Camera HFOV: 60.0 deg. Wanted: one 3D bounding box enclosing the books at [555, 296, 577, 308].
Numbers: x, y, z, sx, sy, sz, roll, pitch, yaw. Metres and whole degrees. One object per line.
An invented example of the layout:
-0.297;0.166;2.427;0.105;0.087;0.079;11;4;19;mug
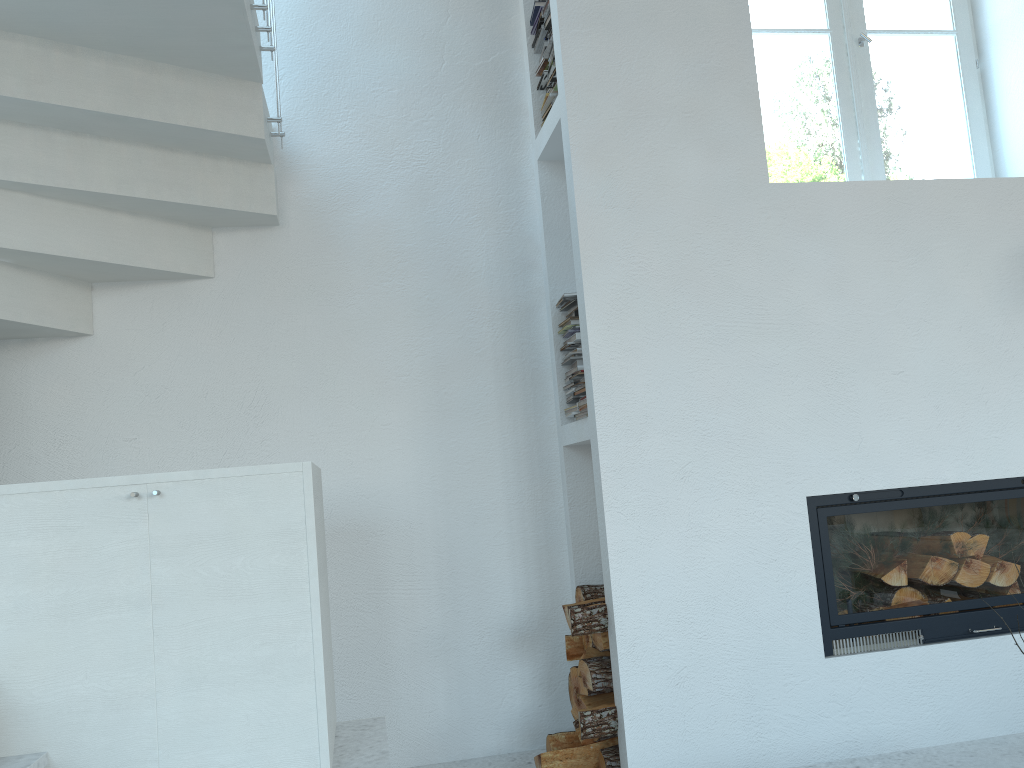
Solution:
0.312;-0.296;3.150;0.295;0.011;0.137;-4;-6;-8;books

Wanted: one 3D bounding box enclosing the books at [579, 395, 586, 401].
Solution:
0.332;0.040;2.886;0.207;0.009;0.122;-4;-6;-6;books

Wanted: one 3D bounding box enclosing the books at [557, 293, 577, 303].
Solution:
0.314;-0.307;3.135;0.290;0.008;0.160;-4;-6;-6;books

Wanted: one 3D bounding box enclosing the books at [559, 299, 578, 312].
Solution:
0.318;-0.281;3.121;0.262;0.006;0.185;-3;-7;-14;books

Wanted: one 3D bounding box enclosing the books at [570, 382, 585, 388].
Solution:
0.329;-0.004;2.882;0.264;0.005;0.115;-4;-7;-11;books

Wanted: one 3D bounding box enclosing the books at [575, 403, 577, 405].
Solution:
0.343;0.060;3.087;0.215;0.019;0.185;-4;-6;-6;books

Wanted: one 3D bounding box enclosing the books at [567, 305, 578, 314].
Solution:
0.317;-0.267;3.132;0.203;0.018;0.159;-3;-7;-15;books

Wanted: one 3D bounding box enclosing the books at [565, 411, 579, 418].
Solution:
0.341;0.097;3.109;0.293;0.008;0.132;-4;-6;-7;books

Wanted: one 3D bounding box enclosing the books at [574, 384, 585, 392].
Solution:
0.327;0.006;2.896;0.225;0.011;0.142;-4;-6;-8;books

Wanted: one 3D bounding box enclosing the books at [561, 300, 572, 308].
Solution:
0.312;-0.285;3.151;0.254;0.010;0.138;-4;-7;-11;books

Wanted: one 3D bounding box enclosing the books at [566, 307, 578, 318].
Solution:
0.319;-0.257;3.121;0.224;0.005;0.193;-4;-7;-11;books

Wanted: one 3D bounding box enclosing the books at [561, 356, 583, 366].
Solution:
0.327;-0.088;3.120;0.285;0.008;0.159;-4;-6;-9;books

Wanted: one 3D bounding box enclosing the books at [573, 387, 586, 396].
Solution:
0.327;0.018;2.903;0.219;0.013;0.158;-3;-7;-12;books

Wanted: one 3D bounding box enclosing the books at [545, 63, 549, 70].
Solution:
0.247;-1.149;3.218;0.249;0.006;0.189;-3;-7;-12;books

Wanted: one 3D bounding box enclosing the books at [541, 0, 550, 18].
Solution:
0.242;-1.294;3.032;0.254;0.024;0.139;-3;-7;-13;books

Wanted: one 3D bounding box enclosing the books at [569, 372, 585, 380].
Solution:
0.324;-0.033;2.900;0.252;0.006;0.141;-4;-6;-8;books

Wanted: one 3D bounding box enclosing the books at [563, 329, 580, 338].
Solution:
0.321;-0.186;3.139;0.269;0.009;0.132;-4;-6;-7;books

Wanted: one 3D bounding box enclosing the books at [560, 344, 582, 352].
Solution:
0.326;-0.133;3.131;0.290;0.005;0.126;-3;-7;-15;books

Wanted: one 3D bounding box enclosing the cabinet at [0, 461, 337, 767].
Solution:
-0.935;0.559;2.036;0.993;0.667;0.552;-4;-6;-10;cabinet

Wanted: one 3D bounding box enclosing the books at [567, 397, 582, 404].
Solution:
0.340;0.049;3.096;0.285;0.006;0.159;-4;-6;-5;books

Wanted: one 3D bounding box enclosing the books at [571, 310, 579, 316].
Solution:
0.318;-0.240;3.138;0.218;0.025;0.141;-4;-6;-5;books

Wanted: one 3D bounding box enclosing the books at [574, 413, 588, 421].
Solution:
0.334;0.101;2.893;0.232;0.011;0.159;-4;-6;-9;books

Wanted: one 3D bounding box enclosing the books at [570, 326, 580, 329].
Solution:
0.322;-0.194;3.128;0.254;0.006;0.161;-4;-6;-8;books

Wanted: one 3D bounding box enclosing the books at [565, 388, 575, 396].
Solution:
0.338;0.017;3.100;0.282;0.010;0.169;-4;-6;-7;books

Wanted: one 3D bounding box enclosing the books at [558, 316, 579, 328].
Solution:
0.320;-0.225;3.131;0.285;0.008;0.159;-3;-7;-12;books

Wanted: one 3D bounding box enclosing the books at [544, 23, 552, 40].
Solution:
0.246;-1.219;3.037;0.237;0.008;0.170;-3;-7;-12;books

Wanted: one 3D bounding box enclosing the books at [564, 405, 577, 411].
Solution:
0.343;0.074;3.091;0.291;0.007;0.174;-3;-7;-13;books

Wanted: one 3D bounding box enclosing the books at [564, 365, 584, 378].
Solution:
0.333;-0.050;3.102;0.263;0.016;0.192;-4;-7;-10;books

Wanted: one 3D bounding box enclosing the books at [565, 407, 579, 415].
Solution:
0.343;0.085;3.096;0.290;0.013;0.157;-3;-7;-14;books

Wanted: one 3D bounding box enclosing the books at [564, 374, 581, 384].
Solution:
0.334;-0.027;3.105;0.282;0.016;0.162;-4;-6;-6;books

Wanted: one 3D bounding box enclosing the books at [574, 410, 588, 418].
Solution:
0.333;0.091;2.899;0.224;0.010;0.162;-3;-7;-13;books

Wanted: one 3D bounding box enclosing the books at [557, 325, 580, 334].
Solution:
0.319;-0.199;3.143;0.295;0.007;0.135;-4;-7;-11;books

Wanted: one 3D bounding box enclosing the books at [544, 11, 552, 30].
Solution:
0.248;-1.238;3.016;0.259;0.024;0.113;-3;-7;-14;books

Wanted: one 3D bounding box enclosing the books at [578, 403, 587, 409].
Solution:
0.334;0.063;2.881;0.215;0.007;0.131;-4;-7;-10;books

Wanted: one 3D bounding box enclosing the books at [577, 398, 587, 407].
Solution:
0.330;0.054;2.897;0.211;0.016;0.154;-4;-6;-8;books

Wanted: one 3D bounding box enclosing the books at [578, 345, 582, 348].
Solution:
0.330;-0.127;3.111;0.206;0.012;0.183;-4;-6;-8;books

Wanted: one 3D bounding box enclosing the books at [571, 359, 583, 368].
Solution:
0.328;-0.070;3.120;0.222;0.028;0.141;-4;-6;-5;books

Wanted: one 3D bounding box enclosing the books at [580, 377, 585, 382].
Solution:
0.324;-0.021;2.906;0.174;0.017;0.153;-4;-6;-6;books

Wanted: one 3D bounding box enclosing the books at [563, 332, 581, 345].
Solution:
0.328;-0.157;3.110;0.262;0.023;0.200;-4;-6;-10;books

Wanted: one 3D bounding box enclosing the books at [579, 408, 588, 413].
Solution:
0.332;0.081;2.896;0.201;0.010;0.155;-4;-6;-7;books

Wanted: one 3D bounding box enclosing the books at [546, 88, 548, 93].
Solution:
0.250;-1.093;3.212;0.236;0.015;0.151;-4;-6;-7;books

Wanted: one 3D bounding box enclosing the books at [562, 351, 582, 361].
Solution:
0.331;-0.106;3.110;0.289;0.005;0.169;-4;-6;-6;books

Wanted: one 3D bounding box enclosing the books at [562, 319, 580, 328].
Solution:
0.320;-0.212;3.134;0.263;0.017;0.156;-4;-6;-9;books

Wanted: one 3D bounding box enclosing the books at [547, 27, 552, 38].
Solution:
0.249;-1.213;3.021;0.231;0.008;0.135;-3;-7;-13;books

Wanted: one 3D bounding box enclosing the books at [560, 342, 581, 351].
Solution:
0.326;-0.140;3.130;0.295;0.007;0.146;-4;-6;-8;books

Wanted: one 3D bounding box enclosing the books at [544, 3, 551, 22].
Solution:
0.243;-1.278;3.031;0.246;0.009;0.145;-4;-6;-8;books

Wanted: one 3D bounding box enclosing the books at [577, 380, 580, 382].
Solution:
0.332;-0.011;3.120;0.206;0.012;0.148;-4;-7;-10;books

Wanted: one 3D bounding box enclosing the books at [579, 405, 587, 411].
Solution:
0.333;0.071;2.889;0.209;0.007;0.131;-4;-6;-5;books

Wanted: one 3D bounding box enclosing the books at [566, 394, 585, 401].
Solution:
0.340;0.040;3.097;0.285;0.012;0.159;-4;-6;-5;books

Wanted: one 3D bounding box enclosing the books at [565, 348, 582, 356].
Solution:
0.329;-0.114;3.120;0.254;0.012;0.161;-3;-7;-12;books

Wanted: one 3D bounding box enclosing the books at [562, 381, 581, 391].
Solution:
0.334;0.000;3.111;0.285;0.012;0.159;-4;-7;-11;books

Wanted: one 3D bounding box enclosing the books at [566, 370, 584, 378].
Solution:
0.334;-0.040;3.096;0.254;0.007;0.189;-3;-7;-13;books

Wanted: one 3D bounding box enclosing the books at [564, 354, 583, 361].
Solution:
0.329;-0.096;3.128;0.266;0.010;0.145;-4;-7;-11;books
